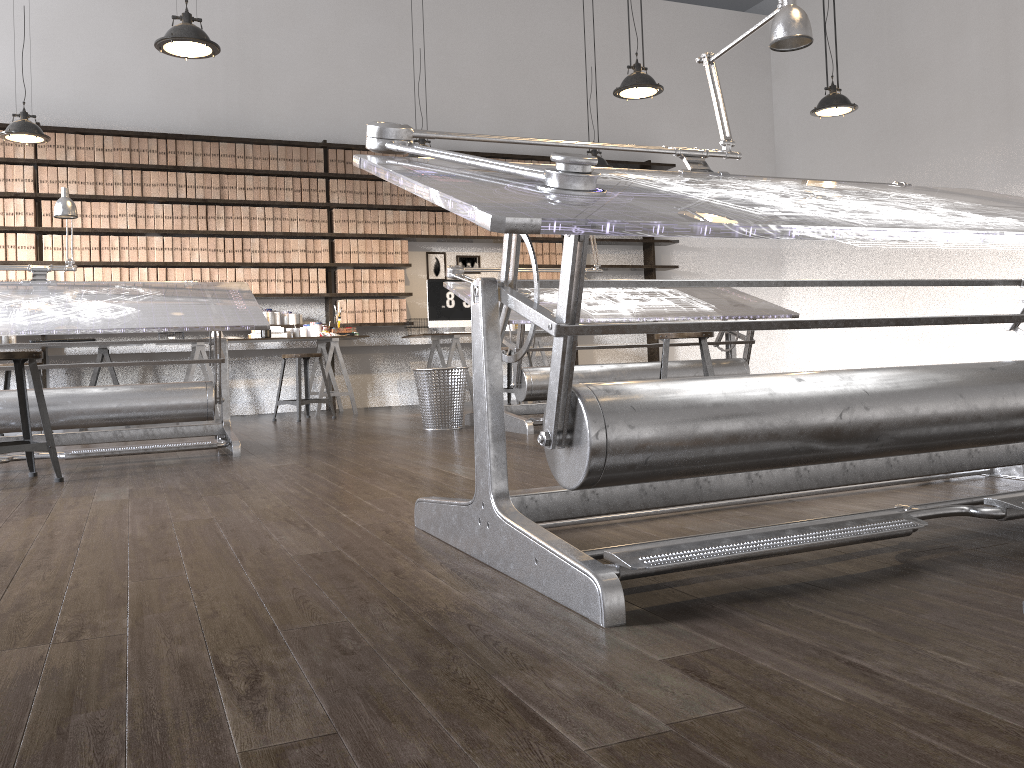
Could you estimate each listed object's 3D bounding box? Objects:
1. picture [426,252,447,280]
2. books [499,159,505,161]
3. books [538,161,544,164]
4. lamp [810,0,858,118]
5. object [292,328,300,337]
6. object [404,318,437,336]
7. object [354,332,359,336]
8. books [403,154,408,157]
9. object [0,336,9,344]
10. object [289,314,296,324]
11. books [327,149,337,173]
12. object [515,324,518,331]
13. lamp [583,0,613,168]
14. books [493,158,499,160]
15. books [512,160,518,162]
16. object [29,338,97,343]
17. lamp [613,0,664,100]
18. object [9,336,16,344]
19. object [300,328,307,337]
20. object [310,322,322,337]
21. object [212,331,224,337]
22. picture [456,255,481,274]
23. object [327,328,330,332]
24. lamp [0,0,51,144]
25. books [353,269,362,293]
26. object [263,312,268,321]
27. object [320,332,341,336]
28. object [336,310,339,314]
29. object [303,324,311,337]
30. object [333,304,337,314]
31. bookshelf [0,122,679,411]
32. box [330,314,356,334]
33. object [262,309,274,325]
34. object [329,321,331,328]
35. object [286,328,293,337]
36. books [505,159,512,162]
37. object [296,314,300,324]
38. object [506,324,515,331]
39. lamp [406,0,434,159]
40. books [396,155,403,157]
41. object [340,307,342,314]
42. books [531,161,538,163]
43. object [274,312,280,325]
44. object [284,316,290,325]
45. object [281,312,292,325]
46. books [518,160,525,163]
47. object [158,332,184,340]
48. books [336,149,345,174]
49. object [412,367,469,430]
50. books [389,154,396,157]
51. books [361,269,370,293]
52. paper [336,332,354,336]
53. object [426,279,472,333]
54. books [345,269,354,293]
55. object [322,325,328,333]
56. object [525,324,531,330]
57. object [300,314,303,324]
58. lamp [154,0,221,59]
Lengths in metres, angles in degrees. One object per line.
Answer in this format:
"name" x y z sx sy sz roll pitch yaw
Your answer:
"picture" -0.743 -1.151 8.683 0.201 0.285 0.022 -2 -1 -24
"books" -0.127 -2.107 8.803 0.067 0.226 0.174 -2 0 -23
"books" 0.266 -2.127 8.970 0.067 0.226 0.174 -2 0 -23
"lamp" 2.159 -2.988 6.084 0.311 2.255 0.312 -1 -2 -44
"object" -1.891 -0.443 7.760 0.062 0.093 0.063 -2 0 18
"object" -0.839 -0.527 8.224 0.284 0.161 0.203 -3 1 -31
"object" -1.374 -0.435 7.806 0.049 0.037 0.049 -2 1 -20
"books" -1.020 -2.061 8.420 0.067 0.226 0.174 -2 0 -23
"object" -3.940 -0.337 6.874 0.063 0.093 0.062 -2 0 26
"object" -1.950 -0.575 7.883 0.062 0.096 0.062 -2 0 9
"books" -1.665 -2.028 8.143 0.067 0.226 0.174 -2 0 -23
"object" 0.048 -0.559 8.492 0.068 0.155 0.068 -3 -1 43
"lamp" 0.673 -2.975 7.683 0.311 2.255 0.312 -2 -1 1
"books" -0.186 -2.104 8.780 0.067 0.226 0.174 -2 0 -23
"books" 0.003 -2.114 8.862 0.067 0.226 0.174 -2 0 -23
"object" -3.425 -0.321 6.774 0.446 0.033 0.312 -3 2 -23
"lamp" 0.732 -2.915 5.468 0.311 2.255 0.312 -2 -1 1
"object" -3.916 -0.340 6.937 0.062 0.094 0.062 -2 -1 26
"object" -1.823 -0.445 7.741 0.062 0.094 0.062 -2 -1 27
"object" -1.717 -0.469 7.773 0.105 0.142 0.104 -2 0 -16
"object" -2.511 -0.465 7.538 0.101 0.209 0.101 -3 -1 22
"picture" -0.436 -1.188 8.814 0.251 0.184 0.023 -2 -1 -23
"object" -1.642 -0.448 7.832 0.060 0.089 0.059 -2 0 -19
"lamp" -3.309 -2.770 5.962 0.311 2.255 0.312 -1 -2 -44
"books" -1.445 -0.939 8.193 0.067 0.226 0.174 -2 0 -23
"object" -2.181 -0.574 7.793 0.062 0.119 0.062 -3 -1 35
"object" -1.563 -0.426 7.632 0.132 0.050 0.197 -1 2 37
"object" -1.540 -0.578 7.845 0.008 0.153 0.038 -3 -1 26
"object" -1.803 -0.462 7.852 0.095 0.128 0.094 -2 0 -27
"object" -1.552 -0.603 7.849 0.055 0.214 0.007 -2 -1 -17
"bookshelf" -2.462 -0.591 7.831 9.182 3.211 0.373 -3 -1 -23
"box" -1.501 -0.519 7.853 0.212 0.207 0.137 -2 0 -23
"object" -2.179 -0.593 7.905 0.094 0.162 0.205 -2 0 -22
"object" -1.618 -0.483 7.839 0.033 0.148 0.005 -2 -1 -24
"object" -1.952 -0.442 7.785 0.062 0.094 0.062 -2 0 18
"books" -0.060 -2.111 8.830 0.067 0.226 0.174 -2 0 -23
"object" -1.934 -0.578 7.948 0.063 0.095 0.062 -2 0 9
"object" -0.016 -0.554 8.422 0.094 0.145 0.094 -2 0 3
"lamp" -0.753 -2.902 7.066 0.311 2.255 0.312 -2 -1 1
"books" -1.083 -2.058 8.388 0.067 0.226 0.174 -2 0 -23
"object" -1.534 -0.591 7.854 0.071 0.186 0.008 -3 -1 19
"books" 0.200 -2.124 8.941 0.067 0.226 0.174 -2 0 -23
"object" -2.100 -0.580 7.903 0.062 0.119 0.062 -3 -1 35
"object" -2.019 -0.564 7.936 0.054 0.081 0.054 -2 -1 -33
"object" -2.039 -0.589 8.021 0.094 0.130 0.094 -2 0 -36
"books" 0.066 -2.117 8.891 0.067 0.226 0.174 -2 0 -23
"object" -2.802 -0.423 7.276 0.204 0.161 0.284 -2 1 -23
"books" -1.595 -2.032 8.167 0.067 0.226 0.174 -2 0 -23
"object" -0.433 0.090 5.464 0.353 0.378 0.353 -2 0 -2
"books" -1.150 -2.055 8.361 0.067 0.226 0.174 -2 0 -23
"books" -1.378 -0.942 8.217 0.067 0.226 0.174 -2 0 -23
"paper" -1.451 -0.429 7.704 0.155 0.038 0.137 -2 1 -9
"object" -0.493 -0.720 8.315 0.643 0.518 0.204 -2 -1 -23
"books" -1.512 -0.935 8.158 0.067 0.226 0.174 -2 0 -23
"object" -1.640 -0.458 7.763 0.049 0.112 0.049 -2 -1 -20
"object" 0.150 -0.581 8.463 0.145 0.196 0.144 -2 0 39
"object" -1.927 -0.580 8.018 0.062 0.096 0.062 -2 0 9
"lamp" -1.658 -2.792 4.435 0.311 2.255 0.312 -2 -1 -3
